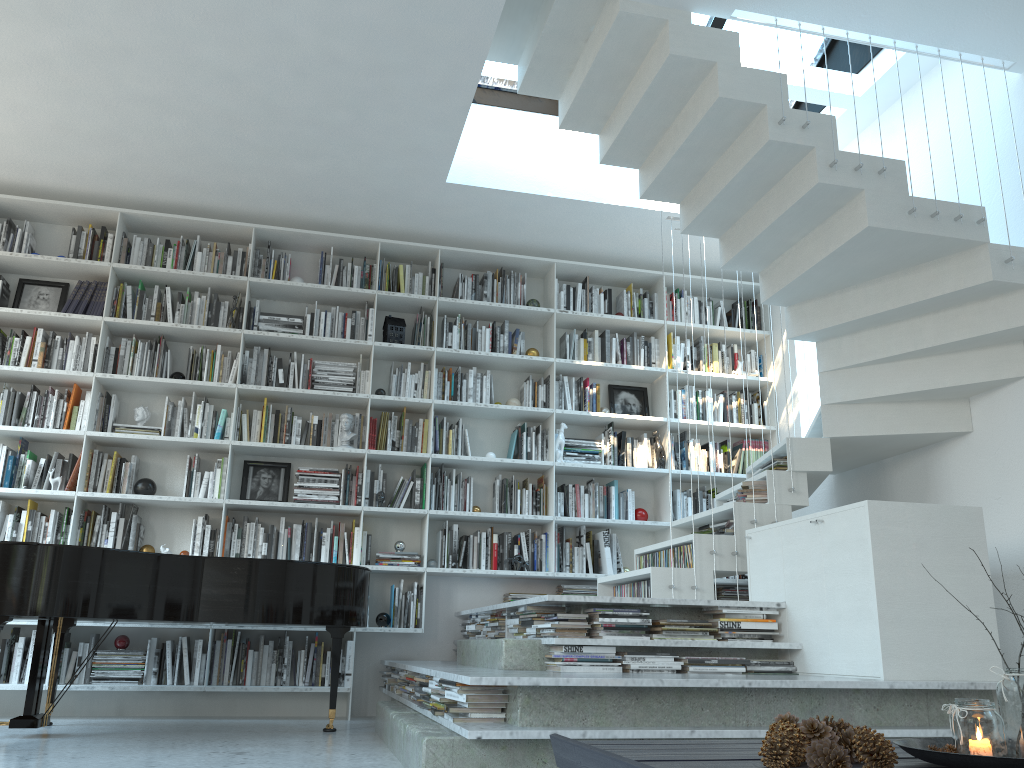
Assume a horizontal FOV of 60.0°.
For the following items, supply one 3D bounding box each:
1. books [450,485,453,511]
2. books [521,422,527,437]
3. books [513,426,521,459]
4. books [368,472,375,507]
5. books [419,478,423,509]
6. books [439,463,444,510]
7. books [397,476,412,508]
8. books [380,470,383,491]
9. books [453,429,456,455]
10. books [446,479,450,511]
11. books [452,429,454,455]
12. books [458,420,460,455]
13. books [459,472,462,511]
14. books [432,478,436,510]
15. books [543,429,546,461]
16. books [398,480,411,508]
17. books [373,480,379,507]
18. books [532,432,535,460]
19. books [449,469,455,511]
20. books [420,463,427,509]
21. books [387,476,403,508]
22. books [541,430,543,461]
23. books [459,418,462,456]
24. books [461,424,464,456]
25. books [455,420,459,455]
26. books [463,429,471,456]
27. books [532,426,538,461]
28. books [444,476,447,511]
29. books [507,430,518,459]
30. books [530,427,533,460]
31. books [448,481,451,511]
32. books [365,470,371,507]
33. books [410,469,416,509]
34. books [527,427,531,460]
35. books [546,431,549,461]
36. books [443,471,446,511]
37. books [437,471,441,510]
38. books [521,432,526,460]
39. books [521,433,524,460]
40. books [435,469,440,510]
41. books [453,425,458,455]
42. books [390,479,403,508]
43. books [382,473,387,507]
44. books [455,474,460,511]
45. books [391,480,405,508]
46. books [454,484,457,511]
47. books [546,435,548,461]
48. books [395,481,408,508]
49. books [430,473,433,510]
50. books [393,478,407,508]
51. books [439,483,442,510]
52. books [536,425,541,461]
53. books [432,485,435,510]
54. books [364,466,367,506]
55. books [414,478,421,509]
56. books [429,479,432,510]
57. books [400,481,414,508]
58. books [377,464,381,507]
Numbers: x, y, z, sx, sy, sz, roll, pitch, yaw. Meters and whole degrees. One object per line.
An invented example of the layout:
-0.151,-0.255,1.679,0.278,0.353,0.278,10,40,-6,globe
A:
-0.421,0.787,5.946,0.013,0.186,0.184,5,-17,-12,books
0.076,0.429,6.189,0.013,0.294,0.154,5,-16,-12,books
0.035,0.438,6.166,0.021,0.263,0.174,5,-16,-12,books
-0.934,0.716,5.856,0.028,0.252,0.143,5,-16,-12,books
-0.617,0.753,5.914,0.021,0.226,0.148,5,-16,-12,books
-0.482,0.714,5.978,0.007,0.341,0.150,5,-16,-12,books
-0.730,0.741,5.897,0.094,0.238,0.150,5,-16,-13,books
-0.876,0.716,5.875,0.012,0.265,0.158,5,-16,-12,books
-0.405,0.424,6.055,0.007,0.211,0.158,5,-17,-12,books
-0.443,0.764,5.939,0.011,0.225,0.188,5,-17,-12,books
-0.417,0.427,6.060,0.014,0.208,0.157,5,-17,-12,books
-0.378,0.399,6.078,0.006,0.273,0.167,5,-16,-12,books
-0.361,0.750,5.992,0.006,0.284,0.160,5,-16,-12,books
-0.528,0.759,5.953,0.011,0.238,0.137,5,-16,-12,books
0.208,0.454,6.190,0.011,0.252,0.169,5,-17,-12,books
-0.728,0.756,5.903,0.090,0.214,0.139,5,-17,-13,books
-0.903,0.742,5.835,0.027,0.191,0.183,5,-17,-12,books
0.130,0.462,6.171,0.012,0.223,0.178,5,-17,-12,books
-0.407,0.735,5.963,0.014,0.296,0.175,5,-16,-12,books
-0.598,0.707,5.929,0.014,0.324,0.183,5,-16,-12,books
-0.783,0.737,5.864,0.095,0.227,0.190,5,-17,-13,books
0.192,0.462,6.203,0.013,0.244,0.159,5,-16,-12,books
-0.369,0.393,6.082,0.013,0.286,0.159,5,-16,-12,books
-0.349,0.413,6.089,0.007,0.253,0.161,5,-16,-12,books
-0.382,0.399,6.071,0.006,0.269,0.179,5,-16,-12,books
-0.314,0.431,6.064,0.051,0.209,0.177,5,-17,-12,books
0.146,0.444,6.197,0.032,0.274,0.155,5,-16,-12,books
-0.457,0.755,5.950,0.013,0.248,0.165,5,-17,-12,books
-0.003,0.449,6.161,0.056,0.240,0.154,5,-16,-12,books
0.116,0.446,6.180,0.015,0.258,0.152,5,-16,-12,books
-0.435,0.772,5.952,0.013,0.217,0.161,5,-17,-12,books
-0.960,0.710,5.855,0.024,0.262,0.154,5,-16,-12,books
-0.663,0.723,5.921,0.013,0.285,0.139,5,-16,-12,books
0.100,0.443,6.177,0.018,0.262,0.165,5,-16,-12,books
0.239,0.462,6.202,0.010,0.245,0.159,5,-16,-12,books
-0.465,0.737,5.950,0.005,0.283,0.159,5,-16,-12,books
-0.498,0.737,5.950,0.006,0.280,0.155,5,-16,-12,books
0.066,0.460,6.161,0.013,0.218,0.188,5,-17,-12,books
0.057,0.464,6.157,0.006,0.209,0.188,5,-17,-12,books
-0.510,0.730,5.950,0.018,0.294,0.178,5,-16,-12,books
-0.396,0.414,6.073,0.017,0.242,0.133,5,-16,-12,books
-0.779,0.746,5.883,0.088,0.219,0.139,5,-16,-13,books
-0.854,0.727,5.878,0.035,0.247,0.141,5,-16,-12,books
-0.377,0.753,5.971,0.012,0.266,0.183,5,-17,-12,books
-0.768,0.748,5.870,0.089,0.209,0.176,5,-17,-13,books
-0.392,0.786,5.970,0.013,0.202,0.167,5,-17,-12,books
0.221,0.479,6.203,0.023,0.211,0.165,5,-17,-12,books
-0.745,0.754,5.891,0.090,0.211,0.143,5,-17,-13,books
-0.548,0.739,5.933,0.010,0.265,0.158,5,-16,-12,books
-0.757,0.748,5.895,0.095,0.225,0.144,5,-16,-13,books
-0.491,0.777,5.948,0.013,0.203,0.154,5,-17,-12,books
0.173,0.440,6.181,0.012,0.272,0.184,5,-17,-12,books
-0.539,0.780,5.934,0.015,0.187,0.168,5,-17,-12,books
-0.978,0.698,5.855,0.012,0.284,0.160,5,-16,-12,books
-0.639,0.749,5.898,0.029,0.222,0.171,5,-17,-12,books
-0.560,0.759,5.931,0.012,0.225,0.147,5,-16,-12,books
-0.713,0.760,5.894,0.091,0.204,0.169,5,-17,-13,books
-0.886,0.693,5.869,0.013,0.306,0.141,5,-16,-12,books
